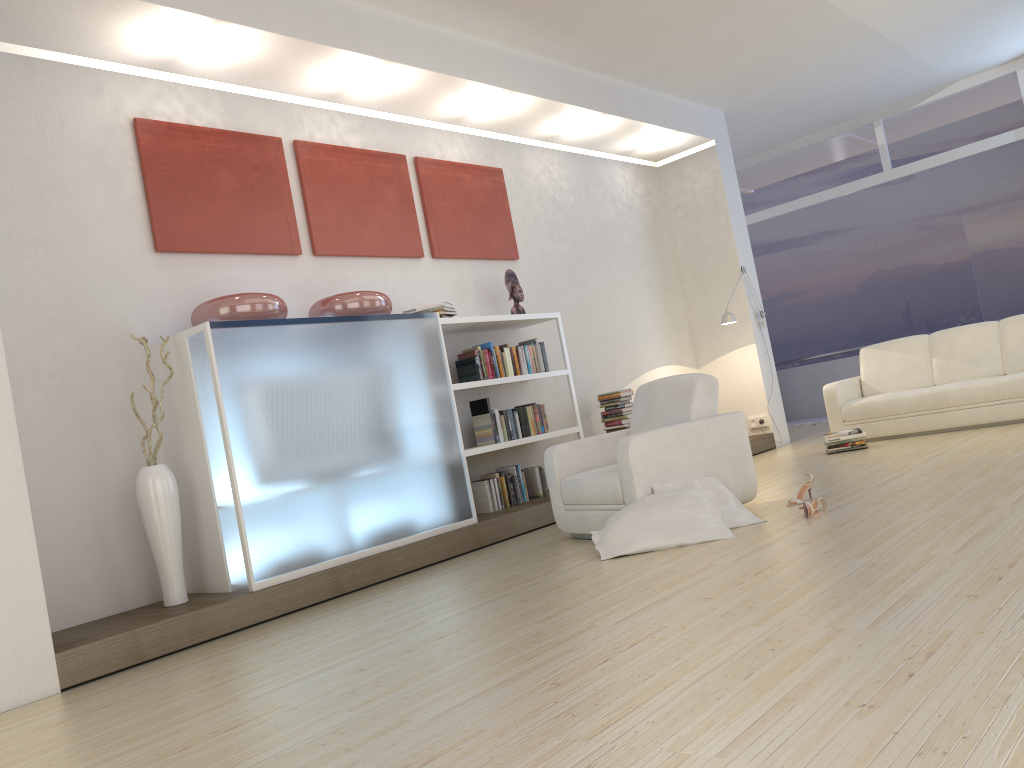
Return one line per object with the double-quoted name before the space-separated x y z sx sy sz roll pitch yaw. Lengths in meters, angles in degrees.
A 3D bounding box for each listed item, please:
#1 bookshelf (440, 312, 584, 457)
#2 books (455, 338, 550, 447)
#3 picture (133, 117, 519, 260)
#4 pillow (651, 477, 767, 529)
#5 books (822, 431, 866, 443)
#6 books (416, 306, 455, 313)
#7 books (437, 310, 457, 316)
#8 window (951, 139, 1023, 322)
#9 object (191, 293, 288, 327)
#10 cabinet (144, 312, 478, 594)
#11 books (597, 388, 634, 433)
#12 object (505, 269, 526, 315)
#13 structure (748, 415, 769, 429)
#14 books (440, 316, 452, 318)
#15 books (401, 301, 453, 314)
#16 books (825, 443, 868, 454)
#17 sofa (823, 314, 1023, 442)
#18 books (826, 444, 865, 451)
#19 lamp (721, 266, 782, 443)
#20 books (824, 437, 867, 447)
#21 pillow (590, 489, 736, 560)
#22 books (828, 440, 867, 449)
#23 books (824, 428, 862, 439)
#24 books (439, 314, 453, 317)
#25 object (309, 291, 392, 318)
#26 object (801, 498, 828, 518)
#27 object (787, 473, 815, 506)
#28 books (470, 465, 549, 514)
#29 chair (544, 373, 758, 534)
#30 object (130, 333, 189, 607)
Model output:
"bookshelf" -0.175 0.218 6.654 0.465 1.396 1.599 -13 -3 41
"books" -0.018 0.049 6.739 0.215 0.743 0.831 -13 -3 41
"picture" -1.070 -1.301 6.346 0.030 0.794 3.227 -13 -3 41
"pillow" 0.985 0.644 4.717 0.615 0.315 0.312 -10 -3 -22
"books" 2.813 0.449 7.513 0.319 0.038 0.247 -11 -2 12
"books" -0.598 -0.503 6.364 0.328 0.027 0.247 -11 -2 16
"books" -0.576 -0.479 6.355 0.287 0.025 0.247 -12 -3 26
"window" 6.346 -1.451 9.066 2.988 2.706 0.012 -13 -3 41
"object" -1.562 -0.400 5.092 0.534 0.206 0.546 -12 -3 28
"cabinet" -1.146 0.347 5.363 0.689 1.396 1.670 -13 -3 41
"books" 0.974 0.403 7.726 0.329 0.694 0.270 -13 -3 41
"object" 0.023 -0.721 7.091 0.133 0.409 0.138 -11 -2 -2
"structure" 2.527 0.393 9.109 0.206 0.114 0.028 -13 -3 41
"books" -0.586 -0.437 6.362 0.328 0.018 0.247 -11 -2 16
"books" -0.604 -0.535 6.366 0.319 0.038 0.247 -11 -2 12
"books" 2.831 0.546 7.509 0.328 0.018 0.247 -11 -2 16
"sofa" 3.930 -0.073 7.709 2.166 0.862 0.941 -13 -3 41
"books" 2.822 0.530 7.512 0.287 0.018 0.247 -11 -2 15
"lamp" 2.363 -0.271 8.877 0.204 1.841 0.891 -12 -3 37
"books" 2.819 0.481 7.512 0.328 0.027 0.247 -11 -2 16
"pillow" 0.751 0.716 4.556 0.712 0.287 0.299 -11 -2 4
"books" 2.841 0.504 7.503 0.287 0.025 0.247 -12 -3 26
"books" 2.801 0.419 7.516 0.287 0.025 0.247 -11 -2 15
"books" -0.595 -0.454 6.364 0.287 0.018 0.247 -11 -2 15
"object" -1.036 -0.474 5.695 0.534 0.206 0.546 -10 -2 -12
"object" 1.545 0.646 4.627 0.121 0.091 0.287 -13 -3 40
"object" 1.661 0.607 5.123 0.265 0.149 0.089 -9 -3 -36
"books" 0.144 0.730 6.720 1.125 0.281 0.274 -9 -3 -42
"chair" 0.804 0.398 5.321 0.941 0.828 0.919 -9 -3 -29
"object" -1.815 0.428 4.601 0.250 1.422 0.277 -13 -3 44
